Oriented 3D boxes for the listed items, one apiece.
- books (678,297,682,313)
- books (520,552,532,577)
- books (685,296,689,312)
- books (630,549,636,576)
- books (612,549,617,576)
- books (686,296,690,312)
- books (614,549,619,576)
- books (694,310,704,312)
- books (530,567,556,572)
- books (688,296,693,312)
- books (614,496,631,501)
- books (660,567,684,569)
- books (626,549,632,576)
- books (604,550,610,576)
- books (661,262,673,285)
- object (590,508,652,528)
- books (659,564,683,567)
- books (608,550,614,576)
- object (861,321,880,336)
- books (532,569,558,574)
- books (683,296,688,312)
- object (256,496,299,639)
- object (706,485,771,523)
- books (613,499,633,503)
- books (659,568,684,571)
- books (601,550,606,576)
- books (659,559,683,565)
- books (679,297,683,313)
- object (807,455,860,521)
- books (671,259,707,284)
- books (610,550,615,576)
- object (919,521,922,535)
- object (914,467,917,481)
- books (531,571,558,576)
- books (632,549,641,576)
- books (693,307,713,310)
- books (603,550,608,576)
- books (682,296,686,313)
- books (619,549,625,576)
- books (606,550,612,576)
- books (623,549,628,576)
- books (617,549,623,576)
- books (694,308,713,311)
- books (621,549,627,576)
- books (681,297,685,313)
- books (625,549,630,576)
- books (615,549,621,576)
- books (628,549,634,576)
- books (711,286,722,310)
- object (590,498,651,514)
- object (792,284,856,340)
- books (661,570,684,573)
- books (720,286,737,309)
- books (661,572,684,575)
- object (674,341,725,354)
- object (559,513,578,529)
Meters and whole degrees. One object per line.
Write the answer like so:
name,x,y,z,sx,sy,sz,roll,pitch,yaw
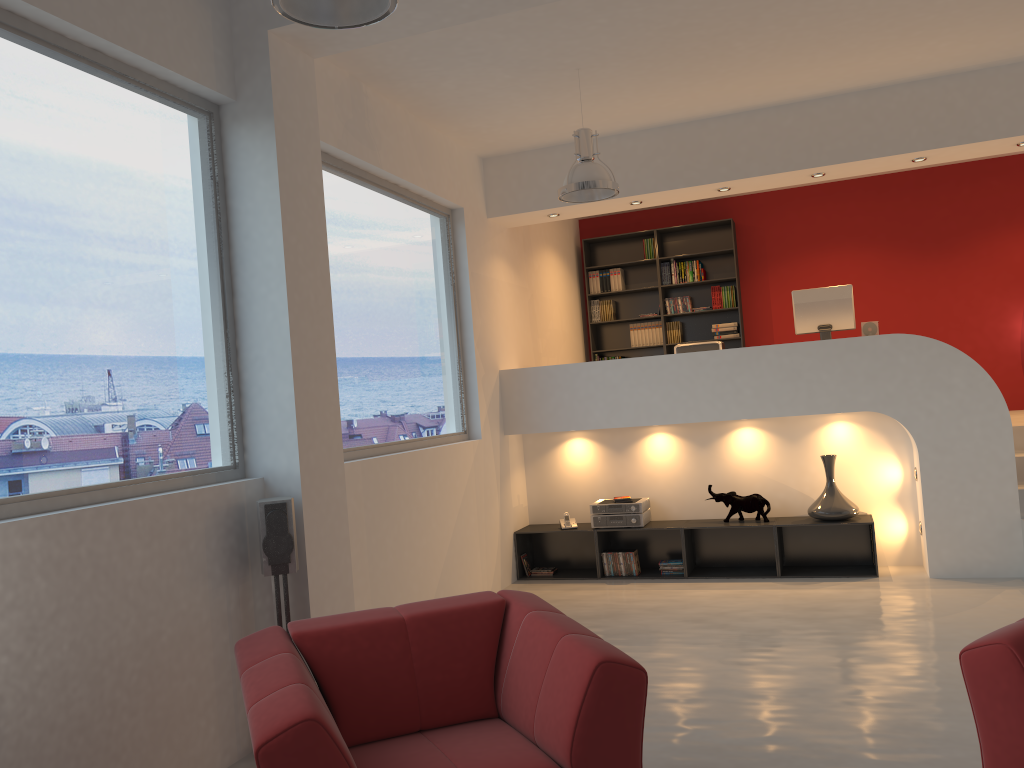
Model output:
books,1.847,-0.853,9.691,0.031,0.190,0.135,-5,-1,20
books,0.124,1.512,7.422,0.063,0.187,0.135,-5,-1,20
books,1.918,-0.860,9.665,0.031,0.190,0.135,-5,-1,20
books,0.984,1.432,7.114,0.031,0.190,0.135,-5,-1,20
books,0.843,1.444,7.165,0.031,0.190,0.135,-5,-1,20
books,1.932,-0.861,9.660,0.031,0.190,0.135,-5,-1,20
books,0.857,1.443,7.160,0.031,0.190,0.135,-5,-1,20
books,2.072,-0.785,9.611,0.190,0.015,0.135,-5,-1,15
books,0.259,1.554,7.427,0.190,0.015,0.135,-5,-1,20
books,1.946,-0.862,9.655,0.031,0.190,0.135,-5,-1,20
books,0.897,0.931,7.200,0.135,0.015,0.190,-5,-1,5
books,1.285,1.449,7.060,0.190,0.015,0.135,-5,-1,20
books,0.956,1.434,7.125,0.031,0.190,0.135,-5,-1,20
books,0.787,1.449,7.185,0.031,0.190,0.135,-5,-1,20
books,1.705,-1.192,9.731,0.090,0.256,0.181,-5,-1,20
object,0.888,1.092,7.221,0.430,0.100,0.365,-5,-1,20
books,1.278,1.435,7.055,0.190,0.015,0.135,-5,-1,20
books,0.815,1.446,7.175,0.031,0.190,0.135,-5,-1,20
object,2.831,-0.418,7.018,0.133,0.147,0.151,-5,-1,3
books,0.275,1.567,7.422,0.190,0.015,0.135,-5,-1,20
books,1.903,-0.858,9.671,0.031,0.190,0.135,-5,-1,20
object,-1.022,1.071,3.977,0.214,1.112,0.229,-4,-1,-15
object,1.768,0.928,6.935,0.507,0.296,0.191,-5,-2,35
books,0.899,0.946,7.190,0.135,0.015,0.190,-5,-1,0
books,1.281,1.465,7.062,0.190,0.015,0.135,-5,-1,25
books,0.759,1.451,7.195,0.031,0.190,0.135,-5,-1,20
books,1.270,1.421,7.066,0.190,0.015,0.135,-5,-1,15
books,1.861,-0.855,9.686,0.031,0.190,0.135,-5,-1,20
object,2.405,0.778,6.681,0.369,0.481,0.369,-4,-1,-15
books,1.918,-1.226,9.630,0.341,0.286,0.231,-5,-1,20
books,0.829,1.445,7.170,0.031,0.190,0.135,-5,-1,20
object,3.017,1.066,6.547,0.011,0.105,0.105,-5,-1,20
object,2.985,0.667,6.556,0.011,0.105,0.105,-5,-1,20
books,0.272,1.583,7.423,0.190,0.015,0.135,-5,-1,20
books,0.998,1.430,7.109,0.031,0.190,0.135,-5,-1,20
books,2.066,-0.815,9.613,0.190,0.015,0.135,-5,-1,25
books,0.773,1.450,7.190,0.031,0.190,0.135,-5,-1,20
books,1.889,-0.857,9.676,0.031,0.190,0.135,-5,-1,20
books,0.899,1.439,7.145,0.031,0.190,0.135,-5,-1,20
books,0.801,1.448,7.180,0.031,0.190,0.135,-5,-1,20
books,0.928,1.437,7.135,0.031,0.190,0.135,-5,-1,20
books,0.885,1.440,7.150,0.031,0.190,0.135,-5,-1,20
books,2.076,-0.801,9.609,0.190,0.015,0.135,-5,-1,20
books,0.914,1.438,7.140,0.031,0.190,0.135,-5,-1,20
books,1.875,-0.856,9.681,0.031,0.190,0.135,-5,-1,20
books,0.942,1.435,7.130,0.031,0.190,0.135,-5,-1,20
books,0.871,1.441,7.155,0.031,0.190,0.135,-5,-1,20
books,0.970,1.433,7.120,0.031,0.190,0.135,-5,-1,20
books,2.211,-0.918,9.552,0.090,0.256,0.181,-5,-1,20
object,0.882,0.994,7.230,0.430,0.077,0.349,-5,-1,20
object,2.493,-0.543,7.085,0.458,0.452,0.230,-5,-1,20
books,1.291,1.479,7.058,0.190,0.015,0.135,-5,-1,20
books,2.324,-0.920,9.511,0.146,0.240,0.170,-5,-1,20
books,1.287,1.494,7.060,0.190,0.015,0.135,-5,-1,15
object,1.603,-0.237,7.490,0.397,0.217,0.458,-5,-1,20
object,0.461,1.119,7.289,0.130,0.117,0.146,-4,-1,-5
